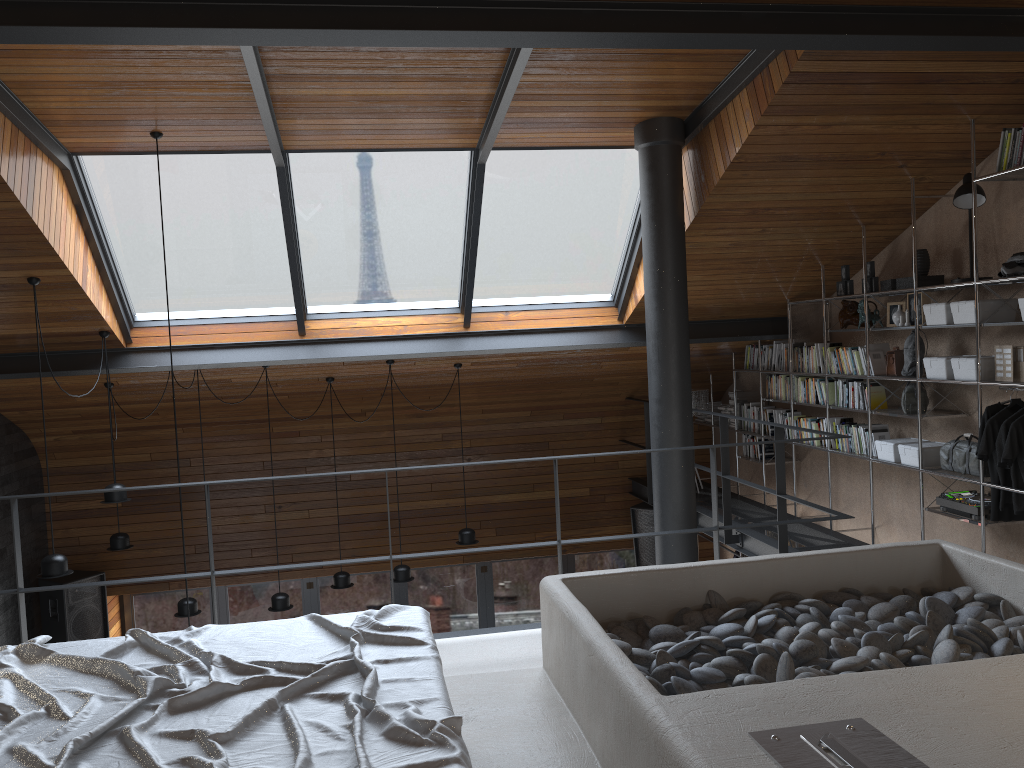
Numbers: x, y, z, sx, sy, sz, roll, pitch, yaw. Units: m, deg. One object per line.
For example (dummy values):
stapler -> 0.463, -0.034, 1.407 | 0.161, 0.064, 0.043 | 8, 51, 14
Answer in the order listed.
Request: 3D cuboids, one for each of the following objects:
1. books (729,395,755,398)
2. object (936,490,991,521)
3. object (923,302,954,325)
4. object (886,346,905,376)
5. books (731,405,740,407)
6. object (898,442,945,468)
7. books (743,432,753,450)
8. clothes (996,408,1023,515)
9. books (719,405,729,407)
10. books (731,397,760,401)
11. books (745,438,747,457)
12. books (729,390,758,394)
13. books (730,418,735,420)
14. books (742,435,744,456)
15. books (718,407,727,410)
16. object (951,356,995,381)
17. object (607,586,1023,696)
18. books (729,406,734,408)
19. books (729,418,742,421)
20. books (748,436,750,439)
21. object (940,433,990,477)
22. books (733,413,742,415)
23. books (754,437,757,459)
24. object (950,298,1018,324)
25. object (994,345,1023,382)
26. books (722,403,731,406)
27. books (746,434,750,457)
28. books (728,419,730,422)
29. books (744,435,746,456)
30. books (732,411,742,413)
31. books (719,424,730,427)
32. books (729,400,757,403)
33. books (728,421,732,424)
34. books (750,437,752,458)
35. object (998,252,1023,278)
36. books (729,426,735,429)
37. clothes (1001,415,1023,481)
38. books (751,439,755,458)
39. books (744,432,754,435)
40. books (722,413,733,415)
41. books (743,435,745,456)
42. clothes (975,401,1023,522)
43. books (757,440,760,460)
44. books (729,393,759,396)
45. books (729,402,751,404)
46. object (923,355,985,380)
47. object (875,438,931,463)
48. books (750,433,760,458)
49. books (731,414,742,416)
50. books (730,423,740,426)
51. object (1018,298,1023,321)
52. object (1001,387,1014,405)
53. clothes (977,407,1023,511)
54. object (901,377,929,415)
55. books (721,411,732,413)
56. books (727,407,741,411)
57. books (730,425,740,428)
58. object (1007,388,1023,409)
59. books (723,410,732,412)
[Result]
books -> 2.244, 0.116, 8.600 | 0.216, 0.021, 0.174 | -3, 3, -10
object -> 2.858, 0.738, 5.435 | 0.320, 0.114, 0.404 | -3, 3, -10
object -> 2.748, -0.439, 5.504 | 0.295, 0.136, 0.228 | -3, 3, -10
object -> 2.647, -0.159, 6.121 | 0.082, 0.202, 0.227 | -1, 4, 42
books -> 2.260, 0.204, 8.593 | 0.222, 0.012, 0.160 | -3, 3, -4
object -> 2.737, 0.464, 5.840 | 0.295, 0.136, 0.228 | -3, 3, -10
books -> 2.284, 0.571, 8.463 | 0.164, 0.219, 0.010 | -3, 3, -10
clothes -> 2.900, 0.421, 4.906 | 0.488, 0.586, 0.074 | -4, 3, -17
books -> 2.216, 0.218, 8.888 | 0.231, 0.012, 0.159 | -3, 3, -5
books -> 2.268, 0.139, 8.588 | 0.234, 0.028, 0.180 | -3, 3, -10
books -> 2.269, 0.598, 8.408 | 0.119, 0.172, 0.014 | -3, 3, -10
books -> 2.248, 0.080, 8.611 | 0.228, 0.016, 0.182 | -3, 3, -10
books -> 2.255, 0.318, 8.592 | 0.258, 0.028, 0.180 | -3, 3, -4
books -> 2.266, 0.581, 8.473 | 0.127, 0.201, 0.011 | -3, 3, -10
books -> 2.221, 0.237, 8.879 | 0.268, 0.025, 0.176 | -3, 3, -10
object -> 2.804, -0.095, 5.262 | 0.295, 0.136, 0.228 | -3, 3, -10
object -> 1.155, 0.964, 3.120 | 1.842, 0.246, 1.435 | -3, 3, -10
books -> 2.247, 0.218, 8.597 | 0.254, 0.012, 0.158 | -3, 3, 2
books -> 2.264, 0.338, 8.594 | 0.258, 0.016, 0.181 | -3, 3, -8
books -> 2.279, 0.588, 8.340 | 0.111, 0.198, 0.008 | -3, 3, -10
object -> 2.803, 0.426, 5.436 | 0.166, 0.247, 0.376 | -3, 3, -12
books -> 2.270, 0.284, 8.600 | 0.227, 0.013, 0.160 | -3, 3, 2
books -> 2.313, 0.590, 8.218 | 0.123, 0.203, 0.054 | -3, 3, -10
object -> 2.793, -0.429, 5.247 | 0.295, 0.136, 0.228 | -3, 3, -10
object -> 2.853, -0.119, 5.003 | 0.142, 0.205, 0.196 | -3, 3, -11
books -> 2.231, 0.204, 8.886 | 0.206, 0.012, 0.161 | -3, 3, -10
books -> 2.293, 0.573, 8.375 | 0.161, 0.223, 0.017 | -3, 3, -10
books -> 2.226, 0.348, 8.884 | 0.240, 0.028, 0.180 | -4, 3, -20
books -> 2.271, 0.583, 8.421 | 0.127, 0.201, 0.011 | -3, 3, -10
books -> 2.266, 0.270, 8.589 | 0.225, 0.017, 0.167 | -3, 3, -10
books -> 2.223, 0.407, 8.899 | 0.234, 0.016, 0.182 | -3, 3, -10
books -> 2.247, 0.162, 8.585 | 0.228, 0.016, 0.182 | -3, 3, -10
books -> 2.231, 0.373, 8.887 | 0.222, 0.021, 0.174 | -3, 3, -10
books -> 2.282, 0.590, 8.285 | 0.111, 0.198, 0.008 | -3, 3, -10
object -> 2.872, -0.654, 4.734 | 0.286, 0.141, 0.657 | -4, 3, -17
books -> 2.256, 0.420, 8.608 | 0.252, 0.016, 0.182 | -3, 3, -4
clothes -> 2.880, 0.425, 4.836 | 0.488, 0.586, 0.074 | -4, 3, -17
books -> 2.287, 0.601, 8.277 | 0.112, 0.177, 0.009 | -3, 3, -10
books -> 2.294, 0.571, 8.446 | 0.177, 0.219, 0.008 | -3, 3, -10
books -> 2.239, 0.292, 8.883 | 0.213, 0.017, 0.167 | -4, 3, -15
books -> 2.262, 0.583, 8.430 | 0.127, 0.201, 0.011 | -3, 3, -10
clothes -> 2.858, 0.438, 5.065 | 0.424, 0.689, 0.090 | -3, 3, -11
books -> 2.324, 0.592, 8.147 | 0.131, 0.205, 0.051 | -3, 3, -10
books -> 2.245, 0.097, 8.600 | 0.228, 0.016, 0.182 | -3, 3, -10
books -> 2.236, 0.179, 8.598 | 0.208, 0.017, 0.167 | -3, 3, -10
object -> 2.759, -0.105, 5.524 | 0.295, 0.136, 0.228 | -3, 3, -10
object -> 2.691, 0.454, 6.103 | 0.295, 0.136, 0.228 | -3, 3, -10
books -> 2.286, 0.573, 8.299 | 0.122, 0.230, 0.017 | -3, 3, -10
books -> 2.261, 0.297, 8.598 | 0.222, 0.012, 0.160 | -4, 3, -16
books -> 2.262, 0.385, 8.596 | 0.239, 0.021, 0.174 | -3, 3, -4
object -> 2.888, -0.403, 4.700 | 0.290, 0.124, 0.222 | -3, 3, -10
object -> 2.842, 0.076, 5.056 | 0.283, 0.118, 0.016 | -3, 3, -10
clothes -> 2.848, 0.418, 5.021 | 0.488, 0.586, 0.074 | -4, 3, -17
object -> 2.711, 0.073, 5.974 | 0.166, 0.240, 0.390 | -2, 3, 23
books -> 2.230, 0.277, 8.889 | 0.206, 0.012, 0.161 | -4, 3, -20
books -> 2.252, 0.238, 8.588 | 0.288, 0.025, 0.175 | -3, 3, -4
books -> 2.262, 0.404, 8.592 | 0.247, 0.016, 0.182 | -3, 3, -10
object -> 2.849, 0.120, 5.010 | 0.387, 0.197, 0.009 | -4, 3, -14
books -> 2.240, 0.265, 8.893 | 0.208, 0.013, 0.161 | -3, 3, -5
